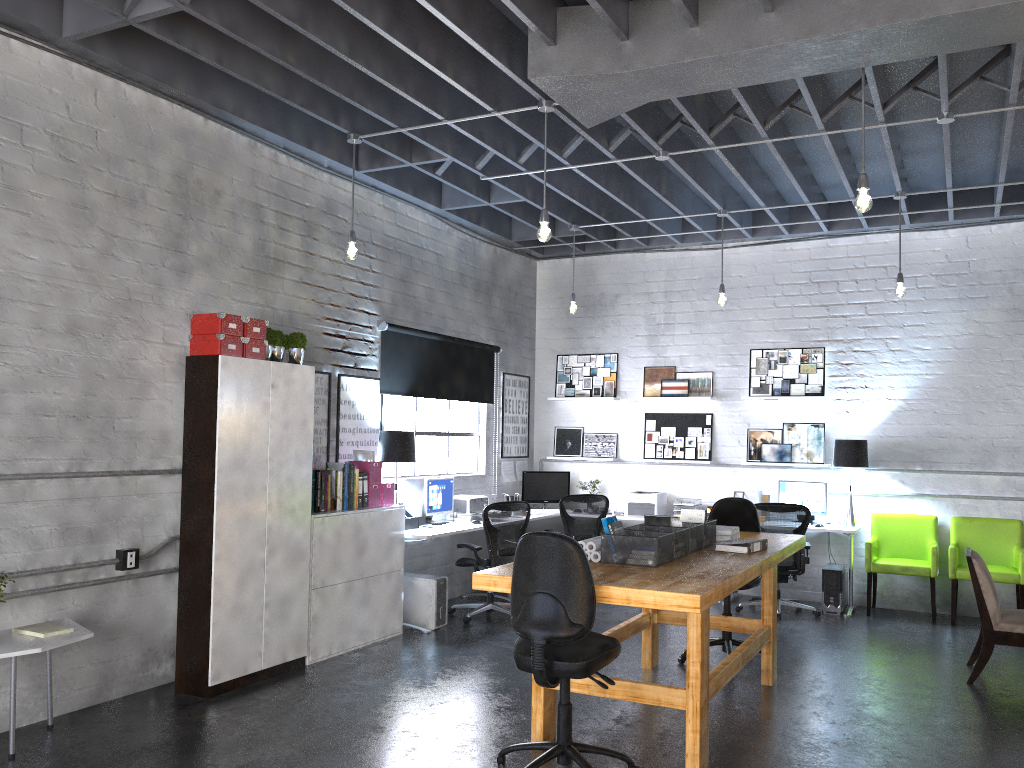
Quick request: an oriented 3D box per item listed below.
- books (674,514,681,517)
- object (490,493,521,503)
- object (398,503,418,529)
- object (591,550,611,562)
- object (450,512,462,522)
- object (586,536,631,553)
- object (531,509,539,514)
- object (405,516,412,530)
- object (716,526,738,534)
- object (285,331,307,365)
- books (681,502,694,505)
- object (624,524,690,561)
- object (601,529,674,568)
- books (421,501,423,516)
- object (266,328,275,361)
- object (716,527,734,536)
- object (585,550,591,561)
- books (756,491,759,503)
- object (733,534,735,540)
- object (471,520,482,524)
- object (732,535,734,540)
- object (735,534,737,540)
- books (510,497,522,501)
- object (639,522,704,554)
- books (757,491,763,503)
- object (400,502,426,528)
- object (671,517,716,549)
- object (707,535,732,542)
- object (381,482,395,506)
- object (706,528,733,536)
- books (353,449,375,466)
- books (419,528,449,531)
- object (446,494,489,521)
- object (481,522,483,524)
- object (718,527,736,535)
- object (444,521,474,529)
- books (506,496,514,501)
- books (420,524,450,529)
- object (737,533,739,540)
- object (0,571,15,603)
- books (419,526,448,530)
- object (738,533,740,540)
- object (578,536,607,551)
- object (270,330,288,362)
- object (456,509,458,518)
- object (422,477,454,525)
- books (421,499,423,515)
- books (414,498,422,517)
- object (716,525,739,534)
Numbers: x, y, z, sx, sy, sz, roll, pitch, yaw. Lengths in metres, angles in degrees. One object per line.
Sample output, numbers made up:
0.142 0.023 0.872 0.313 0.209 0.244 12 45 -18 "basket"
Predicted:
1.771 1.333 8.951 0.211 0.014 0.148 -2 -5 42 "books"
-0.072 1.250 9.239 0.324 0.208 0.233 -1 -3 27 "object"
-0.922 1.137 7.641 0.209 0.207 0.104 -1 -3 27 "object"
0.589 0.939 4.997 0.058 0.057 0.636 0 -4 27 "object"
-0.520 1.240 8.252 0.090 0.090 0.082 3 -4 -38 "object"
0.565 0.890 5.012 0.057 0.057 0.636 0 -4 27 "object"
0.225 1.334 9.272 0.130 0.049 0.130 -2 -5 44 "object"
-0.970 1.131 7.548 0.209 0.207 0.104 -1 -3 27 "object"
1.233 0.959 5.889 0.519 0.047 0.047 -1 -3 27 "object"
-1.494 -0.244 6.116 0.169 0.239 0.171 0 -3 26 "object"
1.844 1.251 9.291 0.134 0.008 0.203 0 -4 10 "books"
0.814 0.895 5.023 0.316 0.156 0.306 -1 -4 27 "object"
0.674 0.876 4.749 0.316 0.156 0.306 -1 -4 27 "object"
-0.863 1.123 7.765 0.179 0.247 0.026 0 -3 27 "books"
-1.646 -0.262 5.861 0.171 0.239 0.169 3 -3 -34 "object"
1.191 0.954 5.807 0.519 0.047 0.047 -1 -3 27 "object"
0.538 0.939 5.023 0.057 0.058 0.636 0 -4 27 "object"
2.498 1.229 8.922 0.036 0.296 0.210 0 -3 27 "books"
1.200 0.995 5.825 0.519 0.047 0.047 -1 -3 27 "object"
-0.332 1.262 8.112 0.114 0.036 0.058 0 -3 17 "object"
1.179 0.992 5.784 0.519 0.047 0.047 -1 -3 27 "object"
1.221 0.998 5.867 0.519 0.047 0.047 -1 -3 27 "object"
0.042 1.275 9.542 0.017 0.121 0.184 -1 -4 42 "books"
0.954 0.914 5.297 0.316 0.156 0.306 -1 -4 27 "object"
2.508 1.229 8.921 0.043 0.296 0.210 0 -3 27 "books"
-0.871 1.144 7.745 0.209 0.207 0.104 0 -3 27 "object"
1.093 0.933 5.570 0.316 0.156 0.306 -1 -4 27 "object"
1.158 0.989 5.742 0.519 0.047 0.047 -1 -3 27 "object"
-1.080 0.883 7.138 0.214 0.177 0.161 -1 -3 27 "object"
1.166 0.950 5.757 0.519 0.047 0.047 -1 -3 25 "object"
-1.162 0.650 6.972 0.192 0.267 0.060 0 -3 27 "books"
-0.663 1.233 7.534 0.158 0.012 0.213 4 -4 -38 "books"
-0.335 1.189 8.516 0.485 0.230 0.420 -1 -4 27 "object"
-0.235 1.277 8.161 0.119 0.016 0.119 -2 -5 45 "object"
1.212 0.957 5.848 0.519 0.047 0.047 -1 -3 27 "object"
-0.487 1.248 7.862 0.181 0.028 0.422 0 -4 17 "object"
-0.002 1.270 9.600 0.052 0.109 0.133 -1 -4 42 "books"
-0.658 1.211 7.541 0.171 0.010 0.212 4 -4 -37 "books"
1.242 1.001 5.908 0.519 0.047 0.047 -1 -3 27 "object"
-2.557 1.081 4.281 0.271 0.362 0.297 3 -3 -28 "object"
-0.664 1.222 7.538 0.158 0.012 0.209 4 -4 -40 "books"
1.264 1.004 5.950 0.519 0.047 0.047 -1 -3 27 "object"
0.514 0.891 5.038 0.057 0.057 0.636 0 -4 27 "object"
-1.603 -0.253 6.005 0.169 0.239 0.171 2 -3 -24 "object"
-0.512 1.221 8.228 0.013 0.124 0.006 1 -2 1 "object"
-0.708 1.059 8.026 0.212 0.417 0.465 0 -3 27 "object"
-0.865 1.125 7.760 0.172 0.243 0.026 0 -3 27 "books"
-0.867 1.122 7.752 0.177 0.246 0.026 0 -3 27 "books"
1.254 0.962 5.931 0.519 0.047 0.047 -1 -3 27 "object"
